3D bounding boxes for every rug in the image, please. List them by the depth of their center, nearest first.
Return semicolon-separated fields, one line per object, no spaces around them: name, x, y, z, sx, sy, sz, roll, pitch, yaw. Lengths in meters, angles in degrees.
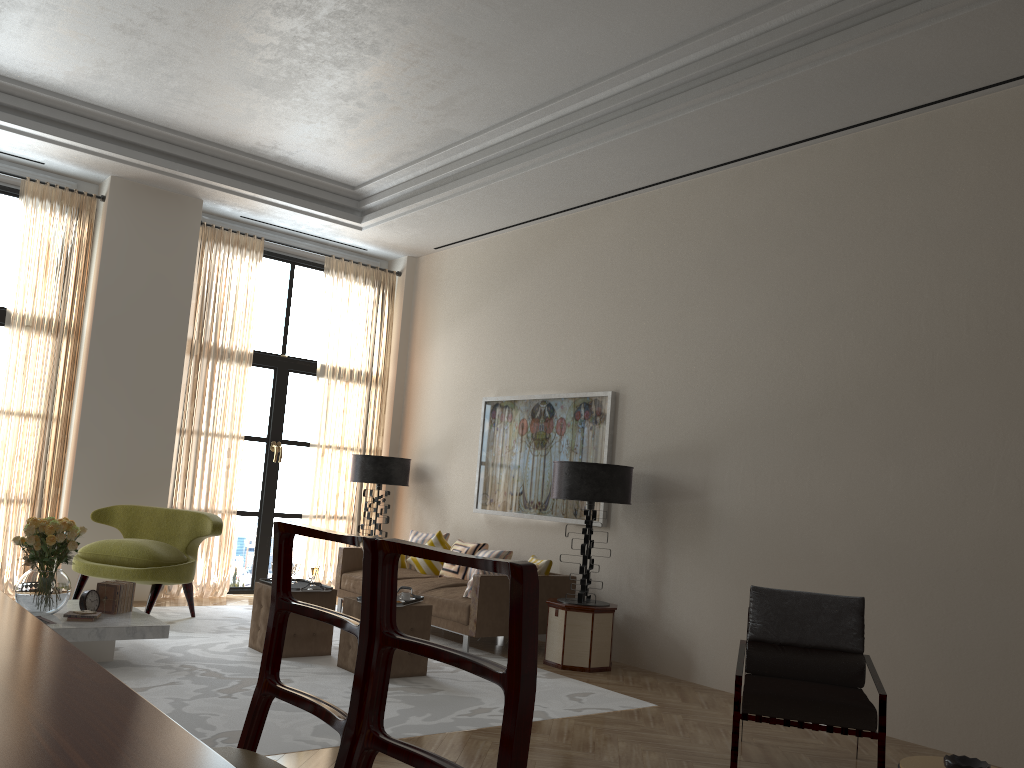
rug;-2.714;2.387;7.886;5.530;0.065;5.735;10;-9;-38

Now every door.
door;-6.610;-0.054;9.779;3.265;4.754;0.240;9;-7;-38
door;-3.288;0.548;12.449;3.093;4.754;0.240;9;-7;-38

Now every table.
table;-2.116;1.269;2.281;1.804;1.024;3.803;10;-9;-38
table;2.066;2.063;4.042;0.584;0.545;0.586;5;-6;1
table;-3.935;2.094;7.432;1.587;0.342;1.501;10;-9;-38

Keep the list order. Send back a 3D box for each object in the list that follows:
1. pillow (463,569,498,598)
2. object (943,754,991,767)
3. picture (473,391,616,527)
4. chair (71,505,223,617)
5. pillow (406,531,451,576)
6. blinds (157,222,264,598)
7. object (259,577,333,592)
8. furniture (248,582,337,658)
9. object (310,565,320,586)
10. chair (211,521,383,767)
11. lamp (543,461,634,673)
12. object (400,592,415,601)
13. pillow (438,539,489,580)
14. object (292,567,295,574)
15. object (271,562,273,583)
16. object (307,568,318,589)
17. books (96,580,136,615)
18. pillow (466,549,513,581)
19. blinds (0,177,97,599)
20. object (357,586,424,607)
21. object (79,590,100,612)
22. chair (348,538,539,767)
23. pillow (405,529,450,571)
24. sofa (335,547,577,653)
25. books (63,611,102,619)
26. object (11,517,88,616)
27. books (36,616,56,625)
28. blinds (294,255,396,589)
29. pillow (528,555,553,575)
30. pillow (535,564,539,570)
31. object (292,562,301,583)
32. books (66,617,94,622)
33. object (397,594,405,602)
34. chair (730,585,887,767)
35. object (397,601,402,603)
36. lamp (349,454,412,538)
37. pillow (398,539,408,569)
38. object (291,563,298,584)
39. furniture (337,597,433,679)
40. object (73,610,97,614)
pillow;-0.281;2.079;9.329;0.327;0.427;0.499;0;-8;39
object;2.089;1.762;4.072;0.193;0.063;0.193;7;-7;-16
picture;0.327;0.862;10.521;0.080;1.476;2.268;9;-8;-40
chair;-4.079;1.949;9.614;1.789;1.210;1.033;2;-7;19
pillow;-0.967;2.155;11.180;0.767;0.615;0.356;4;-6;5
blinds;-3.942;0.381;11.637;0.962;4.861;0.419;9;-7;-36
object;-2.057;1.884;8.445;0.492;0.091;0.803;10;-9;-38
furniture;-2.083;2.228;8.418;0.615;0.614;0.614;10;-8;-38
object;-1.910;1.851;8.559;0.098;0.191;0.098;6;-6;-13
chair;-0.906;1.140;2.455;0.880;1.501;0.656;9;-7;-38
lamp;0.754;1.824;9.002;0.831;2.013;0.830;9;-7;-38
object;-0.957;1.914;7.996;0.176;0.067;0.176;10;-9;-39
pillow;-0.594;2.172;10.750;0.404;0.546;0.618;9;-8;-35
object;-2.084;1.799;8.258;0.098;0.191;0.098;6;-6;-13
object;-2.283;1.818;8.543;0.098;0.191;0.098;1;-7;34
object;-1.863;1.814;8.236;0.098;0.191;0.098;9;-7;-39
books;-3.489;1.871;7.790;0.210;0.264;0.282;3;-6;12
pillow;-0.313;2.226;10.485;0.372;0.564;0.660;10;-8;-43
blinds;-5.565;0.088;10.331;0.875;4.861;0.418;9;-7;-36
object;-1.076;1.886;7.913;0.441;0.101;0.723;3;-7;15
object;-3.601;1.860;7.565;0.082;0.208;0.205;3;-6;12
chair;-0.490;1.112;1.959;0.880;1.501;0.656;9;-7;-38
pillow;-1.157;2.201;11.536;0.623;0.574;0.356;1;-7;30
sofa;-0.781;2.488;10.421;1.354;0.817;2.981;10;-9;-38
books;-3.539;1.903;7.312;0.255;0.026;0.202;6;-7;-14
object;-3.868;1.525;7.427;0.541;0.819;0.627;10;-8;-43
books;-3.836;1.855;6.974;0.383;0.038;0.282;1;-8;24
blinds;-2.412;0.658;12.864;1.244;4.861;0.419;9;-7;-36
pillow;0.229;2.151;9.808;0.296;0.474;0.516;6;-7;-17
pillow;0.024;2.132;9.528;0.465;0.411;0.304;10;-8;-40
object;-2.127;1.852;8.715;0.098;0.191;0.098;4;-6;9
books;-3.549;1.925;7.302;0.197;0.024;0.256;7;-8;-21
object;-1.022;1.877;7.749;0.176;0.067;0.176;10;-9;-37
chair;1.940;1.977;5.864;0.877;1.132;1.138;3;-7;16
object;-0.975;1.890;7.659;0.053;0.025;0.049;10;-8;-37
lamp;-1.900;2.017;12.296;0.831;2.013;0.830;9;-7;-34
pillow;-1.563;2.213;11.401;0.483;0.431;0.318;8;-7;-29
object;-2.130;1.834;8.573;0.098;0.191;0.098;9;-7;-39
furniture;-1.129;2.236;7.863;0.615;0.614;0.614;10;-8;-38
object;-3.531;1.884;7.326;0.137;0.019;0.139;0;-9;35
